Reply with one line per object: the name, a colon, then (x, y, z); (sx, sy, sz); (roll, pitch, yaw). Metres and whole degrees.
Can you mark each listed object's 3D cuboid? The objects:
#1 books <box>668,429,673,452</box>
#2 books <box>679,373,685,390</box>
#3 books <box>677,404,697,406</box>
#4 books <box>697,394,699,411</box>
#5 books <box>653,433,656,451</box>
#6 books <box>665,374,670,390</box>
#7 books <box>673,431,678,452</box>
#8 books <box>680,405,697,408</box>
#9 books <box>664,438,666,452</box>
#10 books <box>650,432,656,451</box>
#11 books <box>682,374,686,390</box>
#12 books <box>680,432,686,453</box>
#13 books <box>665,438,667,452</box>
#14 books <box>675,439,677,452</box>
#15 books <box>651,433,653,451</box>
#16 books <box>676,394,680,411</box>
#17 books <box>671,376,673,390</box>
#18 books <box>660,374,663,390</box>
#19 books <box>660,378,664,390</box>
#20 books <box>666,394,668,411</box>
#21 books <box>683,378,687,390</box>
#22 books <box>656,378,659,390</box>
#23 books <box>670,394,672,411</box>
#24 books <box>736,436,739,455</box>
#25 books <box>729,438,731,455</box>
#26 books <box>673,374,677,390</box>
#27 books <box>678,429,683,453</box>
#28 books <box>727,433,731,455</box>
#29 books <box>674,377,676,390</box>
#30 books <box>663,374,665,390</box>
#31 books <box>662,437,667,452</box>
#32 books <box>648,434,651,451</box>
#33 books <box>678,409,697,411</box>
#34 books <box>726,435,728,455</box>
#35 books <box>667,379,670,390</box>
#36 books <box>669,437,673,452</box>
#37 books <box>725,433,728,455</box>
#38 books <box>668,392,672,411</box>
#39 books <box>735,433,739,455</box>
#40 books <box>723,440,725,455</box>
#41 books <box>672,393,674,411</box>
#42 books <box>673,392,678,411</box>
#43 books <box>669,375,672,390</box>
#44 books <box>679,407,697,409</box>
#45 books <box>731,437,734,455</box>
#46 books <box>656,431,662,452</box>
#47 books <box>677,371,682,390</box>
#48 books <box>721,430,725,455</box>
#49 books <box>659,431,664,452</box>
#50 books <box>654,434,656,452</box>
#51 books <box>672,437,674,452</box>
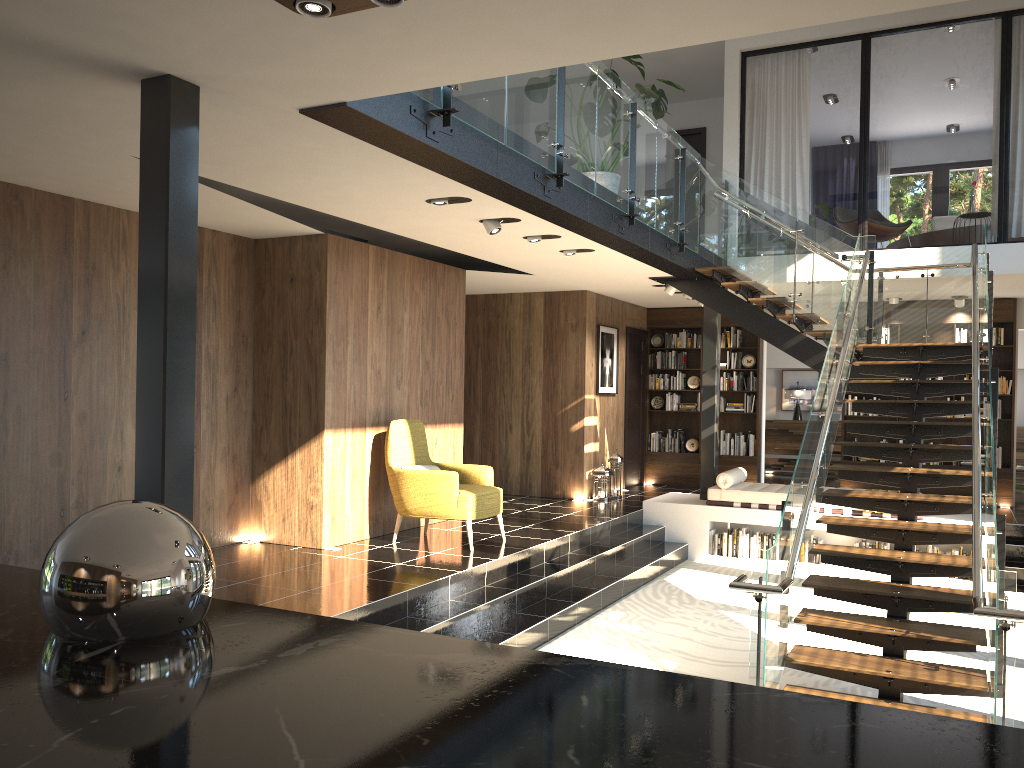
books: (2.406, 0.864, 13.478); (0.016, 0.341, 0.217); (1, 0, 27)
books: (2.573, -0.041, 13.420); (0.021, 0.260, 0.197); (1, 0, 27)
books: (2.658, 0.313, 13.375); (0.293, 0.016, 0.174); (1, -1, 25)
books: (2.812, 0.279, 13.309); (0.032, 0.261, 0.157); (1, 0, 27)
books: (2.209, 0.891, 13.626); (0.030, 0.282, 0.170); (1, 0, 27)
books: (2.368, -0.033, 13.520); (0.026, 0.237, 0.164); (1, 0, 27)
books: (2.490, 0.875, 13.455); (0.016, 0.322, 0.218); (1, 0, 27)
books: (2.664, 0.338, 13.386); (0.244, 0.033, 0.142); (1, -1, 23)
books: (2.363, 0.931, 13.543); (0.029, 0.207, 0.166); (1, 0, 27)
books: (2.175, 0.888, 13.659); (0.032, 0.288, 0.180); (1, 0, 27)
books: (2.602, -0.033, 13.430); (0.023, 0.245, 0.133); (1, 0, 27)
books: (2.586, 0.879, 13.407); (0.042, 0.315, 0.193); (1, 0, 27)
books: (2.383, 0.923, 13.521); (0.026, 0.222, 0.209); (1, 0, 27)
books: (2.520, 0.932, 13.462); (0.033, 0.208, 0.192); (1, 0, 27)
books: (2.181, 0.891, 13.620); (0.014, 0.282, 0.232); (1, 0, 27)
books: (2.521, 0.279, 13.466); (0.030, 0.253, 0.138); (1, 0, 27)
books: (2.450, -0.016, 13.462); (0.016, 0.205, 0.204); (1, 0, 27)
books: (2.300, -0.032, 13.592); (0.019, 0.236, 0.139); (1, 0, 27)
books: (2.311, -0.005, 13.555); (0.035, 0.180, 0.165); (1, 0, 27)
books: (2.382, 0.275, 13.491); (0.026, 0.257, 0.192); (1, 0, 27)
books: (2.614, -0.001, 13.412); (0.015, 0.181, 0.136); (1, 0, 27)
books: (2.251, 0.000, 13.601); (0.037, 0.169, 0.148); (1, 0, 27)
books: (2.441, 0.282, 13.502); (0.031, 0.245, 0.120); (1, 0, 27)
books: (3.324, 0.903, 13.029); (0.029, 0.286, 0.138); (1, 0, 27)
books: (3.241, 0.920, 13.100); (0.033, 0.250, 0.115); (1, 0, 27)
books: (2.479, -0.034, 13.478); (0.020, 0.243, 0.154); (1, 0, 27)
books: (2.549, 0.858, 13.400); (0.019, 0.356, 0.235); (1, 0, 27)
books: (3.209, 0.884, 13.094); (0.019, 0.321, 0.161); (1, 0, 27)
books: (2.493, -0.009, 13.457); (0.025, 0.194, 0.172); (1, 0, 27)
books: (2.349, -0.031, 13.552); (0.036, 0.235, 0.169); (1, 0, 27)
books: (2.329, 0.925, 13.530); (0.021, 0.217, 0.220); (1, 0, 27)
books: (2.143, 0.901, 13.667); (0.032, 0.261, 0.194); (1, 0, 27)
books: (2.662, 0.391, 13.384); (0.262, 0.032, 0.154); (1, -1, 29)
books: (3.198, 0.900, 13.117); (0.019, 0.289, 0.145); (1, 0, 27)
books: (2.396, 0.003, 13.519); (0.026, 0.167, 0.173); (1, 0, 27)
books: (2.444, 0.924, 13.501); (0.034, 0.223, 0.209); (1, 0, 27)
books: (3.181, 0.886, 13.124); (0.019, 0.317, 0.122); (1, 0, 27)
books: (2.407, 0.267, 13.490); (0.018, 0.275, 0.144); (1, 0, 27)
books: (3.304, 0.885, 13.035); (0.012, 0.322, 0.177); (1, 0, 27)
books: (3.157, 0.937, 13.137); (0.034, 0.215, 0.104); (1, 0, 27)
books: (2.463, 0.272, 13.484); (0.024, 0.265, 0.148); (1, 0, 27)
books: (2.485, 0.266, 13.464); (0.032, 0.279, 0.133); (1, 0, 27)
books: (2.435, -0.021, 13.508); (0.053, 0.216, 0.151); (1, 0, 27)
books: (2.663, 0.365, 13.386); (0.266, 0.021, 0.152); (1, -1, 25)
books: (3.263, 0.918, 13.067); (0.037, 0.255, 0.145); (1, 0, 27)
books: (2.248, 0.880, 13.570); (0.015, 0.306, 0.222); (1, 0, 27)
books: (2.538, -0.054, 13.435); (0.018, 0.284, 0.198); (1, 0, 27)
books: (3.116, 0.863, 13.109); (0.017, 0.359, 0.189); (1, 0, 27)
books: (2.292, 0.881, 13.578); (0.020, 0.304, 0.189); (1, 0, 27)
books: (2.218, 0.898, 13.586); (0.022, 0.269, 0.216); (1, 0, 27)
books: (2.475, 0.924, 13.485); (0.036, 0.222, 0.173); (1, 0, 27)
